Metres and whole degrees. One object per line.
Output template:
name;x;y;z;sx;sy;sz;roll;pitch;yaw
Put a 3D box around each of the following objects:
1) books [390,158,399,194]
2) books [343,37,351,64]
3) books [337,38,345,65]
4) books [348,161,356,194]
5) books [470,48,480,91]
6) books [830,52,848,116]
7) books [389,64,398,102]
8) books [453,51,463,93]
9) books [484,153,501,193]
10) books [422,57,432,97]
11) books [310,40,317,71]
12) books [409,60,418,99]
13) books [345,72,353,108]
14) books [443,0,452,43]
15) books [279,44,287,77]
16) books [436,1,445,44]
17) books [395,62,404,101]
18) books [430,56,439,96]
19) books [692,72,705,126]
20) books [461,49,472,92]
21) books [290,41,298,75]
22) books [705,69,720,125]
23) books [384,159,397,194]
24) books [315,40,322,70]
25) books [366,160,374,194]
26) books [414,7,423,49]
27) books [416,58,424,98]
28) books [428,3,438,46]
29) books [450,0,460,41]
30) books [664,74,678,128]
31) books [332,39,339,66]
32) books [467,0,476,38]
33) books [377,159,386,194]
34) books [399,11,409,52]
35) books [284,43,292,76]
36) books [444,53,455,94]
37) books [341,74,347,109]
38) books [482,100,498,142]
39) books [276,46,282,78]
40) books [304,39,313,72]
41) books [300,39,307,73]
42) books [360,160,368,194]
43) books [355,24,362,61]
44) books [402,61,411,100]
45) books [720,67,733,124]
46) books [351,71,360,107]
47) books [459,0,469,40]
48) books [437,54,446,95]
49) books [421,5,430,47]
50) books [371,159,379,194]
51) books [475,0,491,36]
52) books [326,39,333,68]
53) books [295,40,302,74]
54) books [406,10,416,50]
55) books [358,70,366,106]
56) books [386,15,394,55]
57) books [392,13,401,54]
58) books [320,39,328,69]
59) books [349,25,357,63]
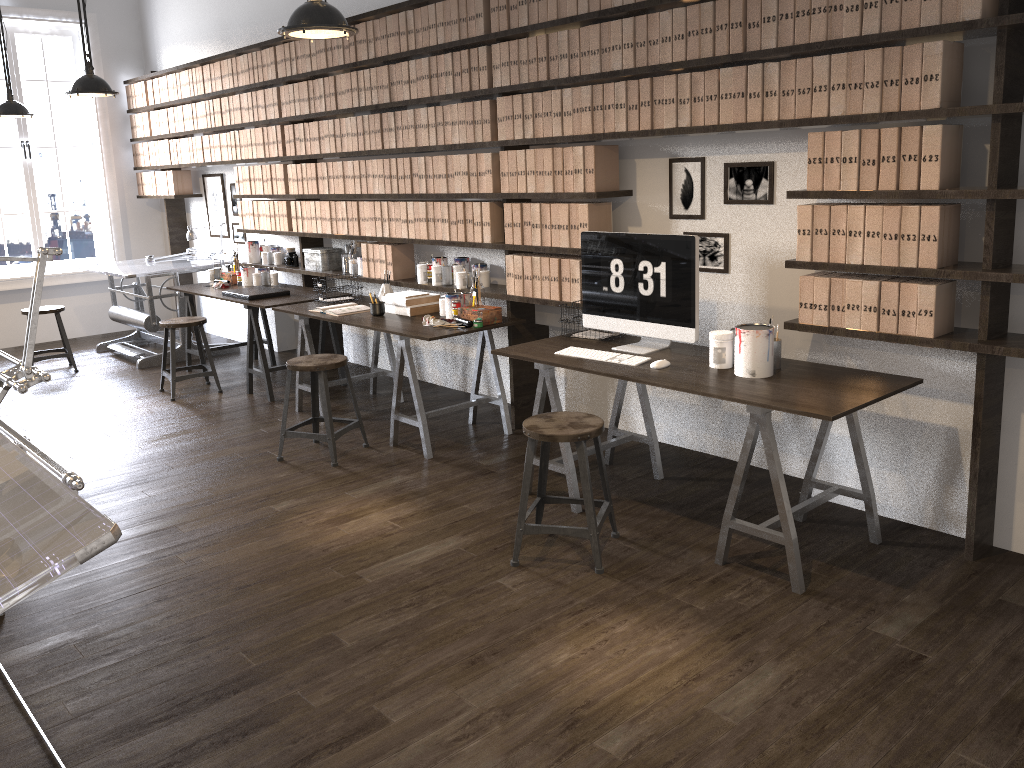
books;-0.665;-1.295;5.528;0.175;0.223;0.067;-13;15;-40
books;-0.991;-2.170;5.699;0.175;0.223;0.067;-13;15;-41
books;-1.042;-2.180;5.748;0.175;0.223;0.067;-13;15;-41
books;-0.993;-1.371;5.888;0.175;0.223;0.067;-13;15;-41
books;-0.137;-1.705;4.820;0.175;0.223;0.067;-13;15;-41
books;1.269;-1.119;3.323;0.175;0.223;0.067;-13;15;-41
books;-0.651;-1.824;5.388;0.175;0.223;0.067;-13;15;-40
books;-0.236;-1.728;4.929;0.175;0.223;0.067;-13;15;-41
books;-0.064;-1.154;4.857;0.175;0.223;0.067;-13;15;-40
books;-0.428;-1.770;5.132;0.175;0.223;0.067;-13;15;-41
books;-1.267;-2.232;5.999;0.175;0.223;0.067;-13;15;-40
books;-0.512;-1.791;5.229;0.175;0.223;0.067;-13;15;-40
books;-0.984;-1.899;5.745;0.175;0.223;0.067;-13;15;-40
books;-0.290;-2.007;4.921;0.175;0.223;0.067;-13;15;-41
books;-1.554;-2.298;6.311;0.175;0.223;0.067;-13;15;-40
books;-0.333;-2.016;4.966;0.175;0.223;0.067;-13;15;-41
books;-0.606;-1.813;5.335;0.175;0.223;0.067;-13;15;-40
books;-0.379;-1.761;5.086;0.175;0.223;0.067;-13;15;-40
books;0.849;-1.218;3.793;0.175;0.223;0.067;-13;15;-40
books;-0.191;-1.716;4.871;0.175;0.223;0.067;-13;15;-40
books;-1.455;-2.276;6.207;0.175;0.223;0.067;-13;15;-41
books;0.894;-1.207;3.741;0.175;0.223;0.067;-13;15;-40
books;-0.711;-1.304;5.571;0.175;0.223;0.067;-13;15;-41
books;-1.224;-2.223;5.954;0.175;0.223;0.067;-13;15;-40
books;-0.848;-1.339;5.734;0.175;0.223;0.067;-13;15;-41
books;-0.471;-2.050;5.126;0.175;0.223;0.067;-13;15;-41
books;-0.469;-1.781;5.184;0.175;0.223;0.067;-13;15;-40
books;-0.382;-2.027;5.019;0.175;0.223;0.067;-13;15;-40
books;-0.249;-1.995;4.869;0.175;0.223;0.067;-13;15;-40
books;0.749;-1.239;3.893;0.175;0.223;0.067;-13;15;-41
books;-1.086;-2.192;5.803;0.175;0.223;0.067;-13;15;-40
books;-0.152;-1.975;4.771;0.175;0.223;0.067;-13;15;-41
books;-0.759;-1.315;5.625;0.175;0.223;0.067;-13;15;-40
books;-0.572;-2.070;5.226;0.175;0.223;0.067;-13;15;-40
books;-1.506;-2.287;6.258;0.175;0.223;0.067;-13;15;-41
books;-0.287;-1.738;4.979;0.175;0.223;0.067;-13;15;-41
books;-1.023;-1.909;5.794;0.175;0.223;0.067;-13;15;-41
books;-0.073;-1.425;4.810;0.175;0.223;0.067;-13;15;-40
books;-1.593;-2.308;6.360;0.175;0.223;0.067;-13;15;-41
books;-1.317;-2.243;6.051;0.175;0.223;0.067;-13;15;-41
books;-1.361;-2.255;6.105;0.175;0.223;0.067;-13;15;-40
books;-0.896;-1.349;5.784;0.175;0.223;0.067;-13;15;-41
books;-0.892;-2.147;5.589;0.175;0.223;0.067;-13;15;-41
books;-0.562;-1.802;5.281;0.175;0.223;0.067;-13;15;-41
books;0.943;-1.195;3.685;0.175;0.223;0.067;-13;15;-40
books;-0.936;-1.888;5.692;0.175;0.223;0.067;-13;15;-41
books;-0.199;-1.986;4.823;0.175;0.223;0.067;-13;15;-41
books;-0.331;-1.750;5.034;0.175;0.223;0.067;-13;15;-40
books;-0.426;-2.038;5.073;0.175;0.223;0.067;-13;15;-41
books;-0.805;-1.327;5.680;0.175;0.223;0.067;-13;15;-40
books;-0.108;-1.963;4.716;0.175;0.223;0.067;-13;15;-40
books;-1.134;-2.203;5.855;0.175;0.223;0.067;-13;15;-40
books;-1.406;-2.266;6.158;0.175;0.223;0.067;-13;15;-40
books;-0.521;-2.060;5.174;0.175;0.223;0.067;-13;15;-40
books;-0.885;-1.877;5.641;0.175;0.223;0.067;-13;15;-41
books;-0.659;-2.092;5.328;0.175;0.223;0.067;-13;15;-40
books;-0.620;-2.081;5.279;0.175;0.223;0.067;-13;15;-41
books;-1.183;-2.212;5.901;0.175;0.223;0.067;-13;15;-41
books;-0.945;-2.157;5.640;0.175;0.223;0.067;-13;15;-40
